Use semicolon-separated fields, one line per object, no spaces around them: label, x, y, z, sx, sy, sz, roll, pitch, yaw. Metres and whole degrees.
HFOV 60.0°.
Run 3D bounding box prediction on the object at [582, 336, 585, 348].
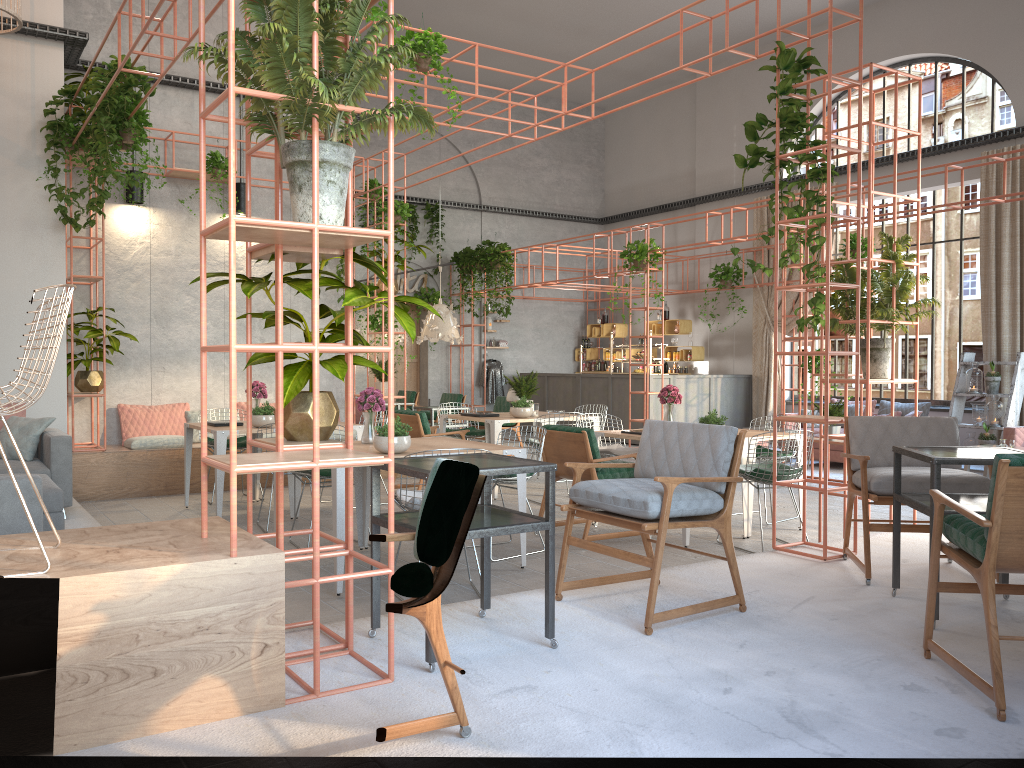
object;1.583;-0.936;19.758;0.066;0.291;0.066;1;1;27

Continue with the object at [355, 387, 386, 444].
object;-1.027;0.228;6.451;0.213;0.414;0.225;-1;2;-41

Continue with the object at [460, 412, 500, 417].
object;-0.361;0.344;9.916;0.268;0.031;0.427;-1;2;-33

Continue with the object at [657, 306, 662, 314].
object;3.000;-1.419;17.883;0.134;0.301;0.134;-1;2;-44

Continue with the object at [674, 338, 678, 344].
object;3.203;-0.812;17.290;0.083;0.159;0.083;0;1;12

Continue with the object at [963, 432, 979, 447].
object;6.281;0.820;12.147;0.208;0.320;0.192;-1;1;-27

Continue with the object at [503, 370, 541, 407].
object;0.132;0.092;10.038;0.438;0.527;0.368;-1;2;-33

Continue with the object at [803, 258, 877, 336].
object;3.962;-1.048;10.608;0.923;0.946;0.924;1;1;23

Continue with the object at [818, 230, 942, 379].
object;2.787;-0.591;6.782;0.894;1.100;0.900;0;1;-4

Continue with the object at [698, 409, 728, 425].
object;1.629;0.325;7.275;0.247;0.247;0.252;-1;2;-33

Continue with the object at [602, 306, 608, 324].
object;2.029;-1.495;19.312;0.134;0.386;0.134;0;1;1

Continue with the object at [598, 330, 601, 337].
object;1.944;-1.091;19.259;0.123;0.142;0.141;-1;2;-33

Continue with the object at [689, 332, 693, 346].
object;3.451;-0.864;17.136;0.075;0.273;0.075;-1;2;-44

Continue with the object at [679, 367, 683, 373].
object;3.287;-0.272;17.254;0.073;0.131;0.073;-1;2;-40

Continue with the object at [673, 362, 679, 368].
object;3.215;-0.368;17.375;0.115;0.107;0.115;1;1;23

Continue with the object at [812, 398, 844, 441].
object;3.850;0.417;10.677;0.438;0.527;0.368;-1;2;-33

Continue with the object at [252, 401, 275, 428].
object;-2.268;0.273;8.063;0.248;0.247;0.254;-1;2;-33

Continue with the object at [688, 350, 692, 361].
object;3.430;-0.546;16.967;0.131;0.207;0.131;0;1;12

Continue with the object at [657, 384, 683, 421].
object;1.432;0.211;8.046;0.213;0.414;0.225;-1;2;-41

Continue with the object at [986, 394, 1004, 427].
object;6.523;0.357;11.971;0.219;0.430;0.216;-1;2;-39

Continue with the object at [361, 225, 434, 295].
object;-1.504;-1.579;11.192;0.934;0.947;0.903;1;1;19

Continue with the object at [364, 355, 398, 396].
object;-1.639;-0.113;11.238;0.438;0.527;0.368;-1;2;-33

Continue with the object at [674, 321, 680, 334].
object;3.248;-1.105;17.363;0.137;0.261;0.137;0;1;3

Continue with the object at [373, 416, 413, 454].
object;-0.780;0.328;5.770;0.247;0.247;0.252;-1;2;-33

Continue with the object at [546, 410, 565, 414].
object;0.510;0.327;10.361;0.218;0.041;0.218;0;1;-25

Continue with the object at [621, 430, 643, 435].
object;1.169;0.424;7.592;0.268;0.031;0.427;-1;2;-33

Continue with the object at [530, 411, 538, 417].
object;0.238;0.326;9.877;0.115;0.078;0.115;-1;1;-27

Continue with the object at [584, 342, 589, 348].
object;1.653;-0.863;19.678;0.115;0.147;0.115;0;1;12

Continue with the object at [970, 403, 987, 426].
object;6.421;0.419;12.188;0.223;0.297;0.223;0;1;-14

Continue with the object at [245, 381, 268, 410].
object;-2.518;0.173;8.749;0.213;0.414;0.225;-1;2;-41

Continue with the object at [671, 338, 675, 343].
object;3.153;-0.814;17.367;0.083;0.159;0.083;0;1;12

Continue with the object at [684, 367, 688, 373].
object;3.404;-0.274;17.336;0.073;0.131;0.073;-1;2;-40

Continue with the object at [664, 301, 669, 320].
object;3.074;-1.457;17.702;0.134;0.386;0.134;-1;2;-44

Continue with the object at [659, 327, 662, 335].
object;2.989;-1.053;17.649;0.123;0.142;0.141;-1;2;-33

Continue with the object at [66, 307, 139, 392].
object;-4.449;-0.372;9.342;0.934;0.919;0.903;1;1;29

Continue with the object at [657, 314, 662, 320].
object;2.938;-1.325;17.653;0.088;0.123;0.088;1;1;23

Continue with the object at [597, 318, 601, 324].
object;1.893;-1.363;19.263;0.088;0.123;0.088;1;1;23

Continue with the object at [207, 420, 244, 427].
object;-2.729;0.372;8.380;0.268;0.031;0.427;-1;2;-33

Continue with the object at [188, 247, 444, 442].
object;-0.823;-0.214;3.848;0.934;0.923;0.903;1;1;24

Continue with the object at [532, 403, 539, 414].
object;0.269;0.287;10.340;0.095;0.119;0.095;0;1;-9

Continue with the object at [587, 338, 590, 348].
object;1.717;-0.938;19.843;0.066;0.291;0.066;0;1;7

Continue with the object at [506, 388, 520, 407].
object;0.055;0.203;10.359;0.241;0.313;0.241;0;1;12

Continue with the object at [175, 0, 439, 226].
object;-0.744;-1.139;3.390;0.894;1.101;0.900;1;1;21

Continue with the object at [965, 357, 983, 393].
object;6.447;-0.123;12.369;0.216;0.500;0.216;0;1;-1

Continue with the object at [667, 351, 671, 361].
object;3.087;-0.549;17.415;0.069;0.191;0.069;0;1;-21

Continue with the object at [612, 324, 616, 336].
object;2.203;-1.143;18.973;0.137;0.261;0.137;0;1;3

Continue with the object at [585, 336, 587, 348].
object;1.647;-0.937;19.801;0.066;0.291;0.066;0;1;-26

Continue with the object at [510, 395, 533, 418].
object;0.100;0.245;9.599;0.248;0.247;0.254;-1;2;-33

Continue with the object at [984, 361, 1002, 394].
object;6.585;-0.095;12.150;0.212;0.457;0.217;0;1;-16

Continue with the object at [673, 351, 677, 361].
object;3.176;-0.545;17.278;0.069;0.191;0.069;0;1;3

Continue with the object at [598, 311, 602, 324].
object;1.955;-1.458;19.493;0.134;0.301;0.134;-1;2;-44

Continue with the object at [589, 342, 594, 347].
object;1.764;-0.864;19.750;0.115;0.147;0.115;0;1;12
